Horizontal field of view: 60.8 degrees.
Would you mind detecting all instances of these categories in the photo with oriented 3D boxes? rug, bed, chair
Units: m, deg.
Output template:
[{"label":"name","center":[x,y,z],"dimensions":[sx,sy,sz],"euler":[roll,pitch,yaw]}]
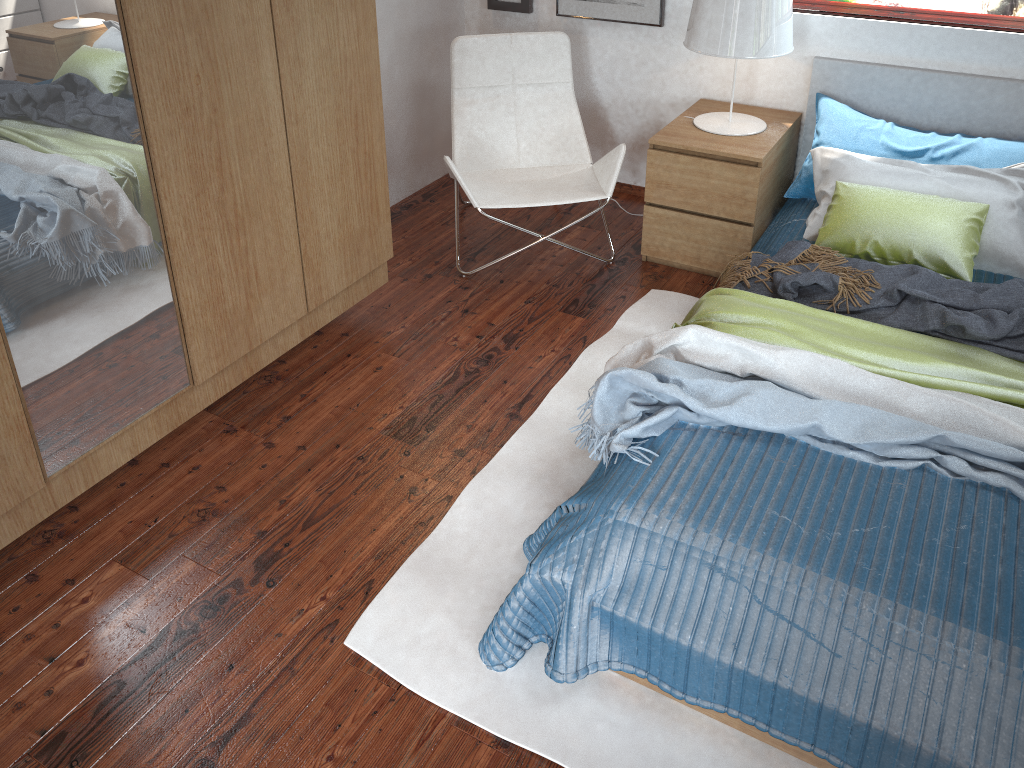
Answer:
[{"label":"rug","center":[1.226,0.483,1.954],"dimensions":[2.762,0.045,1.908],"euler":[17,37,25]},{"label":"bed","center":[1.452,-0.058,2.194],"dimensions":[2.180,0.717,2.726],"euler":[17,36,25]},{"label":"chair","center":[0.051,-0.951,3.519],"dimensions":[0.699,0.741,0.859],"euler":[-5,31,-8]}]

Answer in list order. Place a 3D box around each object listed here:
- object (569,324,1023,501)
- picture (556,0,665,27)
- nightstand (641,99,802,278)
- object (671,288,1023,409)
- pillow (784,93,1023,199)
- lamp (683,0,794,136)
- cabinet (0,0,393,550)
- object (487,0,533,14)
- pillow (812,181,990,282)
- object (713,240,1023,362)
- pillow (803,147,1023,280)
[{"label":"object","center":[1.113,0.307,1.842],"dimensions":[2.185,0.350,0.570],"euler":[15,34,22]},{"label":"picture","center":[0.417,-1.796,3.712],"dimensions":[0.514,0.469,0.045],"euler":[17,32,27]},{"label":"nightstand","center":[0.846,-0.783,3.518],"dimensions":[0.436,0.502,0.645],"euler":[15,34,25]},{"label":"object","center":[1.322,0.177,2.135],"dimensions":[2.136,0.416,0.522],"euler":[15,34,23]},{"label":"pillow","center":[1.512,-0.812,3.187],"dimensions":[0.927,0.306,0.368],"euler":[16,34,24]},{"label":"lamp","center":[0.851,-1.261,3.295],"dimensions":[0.412,0.546,0.431],"euler":[14,32,23]},{"label":"cabinet","center":[-1.214,-0.871,1.840],"dimensions":[0.593,2.232,2.332],"euler":[14,33,25]},{"label":"object","center":[-0.012,-1.822,3.998],"dimensions":[0.227,0.209,0.043],"euler":[17,32,27]},{"label":"pillow","center":[1.643,-0.387,2.613],"dimensions":[1.404,0.204,0.329],"euler":[18,36,26]},{"label":"object","center":[1.474,-0.046,2.217],"dimensions":[2.191,0.378,0.658],"euler":[24,39,33]},{"label":"pillow","center":[1.399,-0.612,2.937],"dimensions":[0.885,0.334,0.503],"euler":[14,34,22]}]
